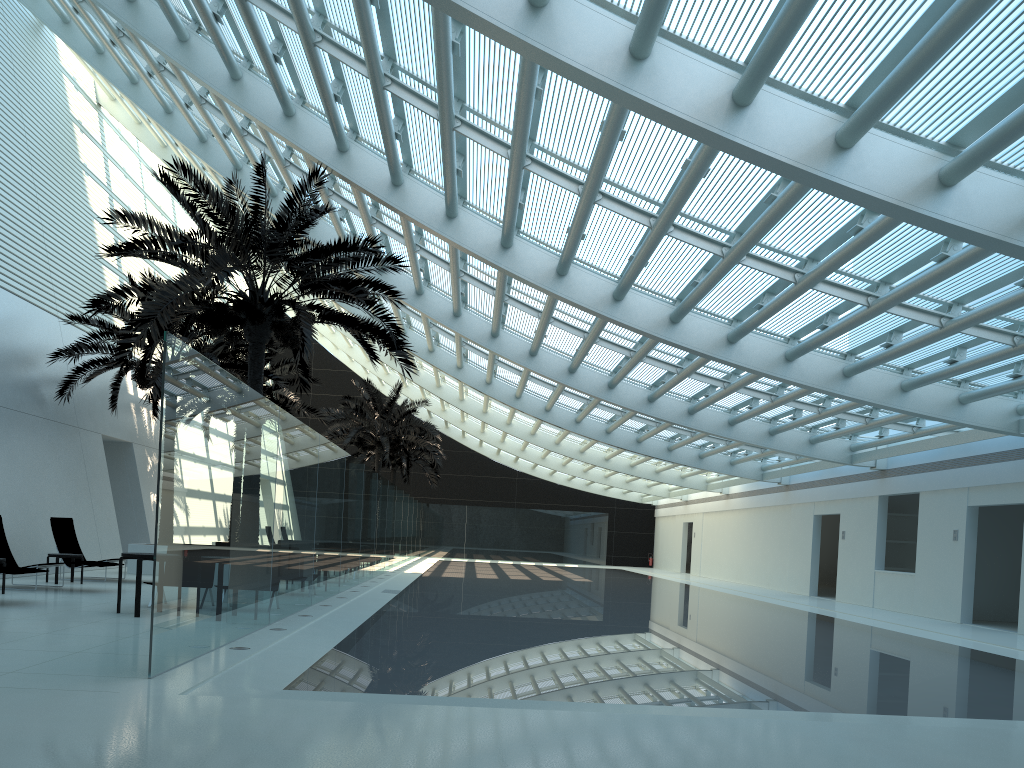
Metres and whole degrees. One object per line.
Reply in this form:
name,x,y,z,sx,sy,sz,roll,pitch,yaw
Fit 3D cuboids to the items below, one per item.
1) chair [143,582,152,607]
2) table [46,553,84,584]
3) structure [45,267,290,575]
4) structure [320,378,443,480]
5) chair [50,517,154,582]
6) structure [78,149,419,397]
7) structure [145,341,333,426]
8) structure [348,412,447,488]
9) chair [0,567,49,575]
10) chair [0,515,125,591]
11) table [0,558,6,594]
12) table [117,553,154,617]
chair,-4.654,2.693,12.254,0.716,0.877,0.898,3,-5,-2
table,-7.888,3.260,15.381,0.554,0.511,0.560,-1,-7,40
structure,-7.574,0.845,19.350,4.665,6.760,4.300,4,-3,-24
structure,-5.085,3.278,33.014,4.831,6.945,4.481,3,-3,-9
chair,-7.547,3.162,16.567,2.037,1.145,0.932,3,-4,-3
structure,-4.136,-0.053,13.752,4.813,6.945,4.497,2,-3,16
structure,-8.073,1.847,25.378,4.281,6.820,4.687,1,-3,31
structure,-5.460,4.696,41.210,4.479,6.943,4.835,4,-3,-24
chair,-7.294,2.267,11.391,2.037,1.145,0.932,3,-4,-3
chair,-7.421,2.714,13.979,2.037,1.145,0.932,3,-4,-3
table,-7.762,2.813,12.793,0.554,0.511,0.560,-1,-7,40
table,-4.606,2.544,11.070,0.680,0.772,0.687,-1,-6,45
